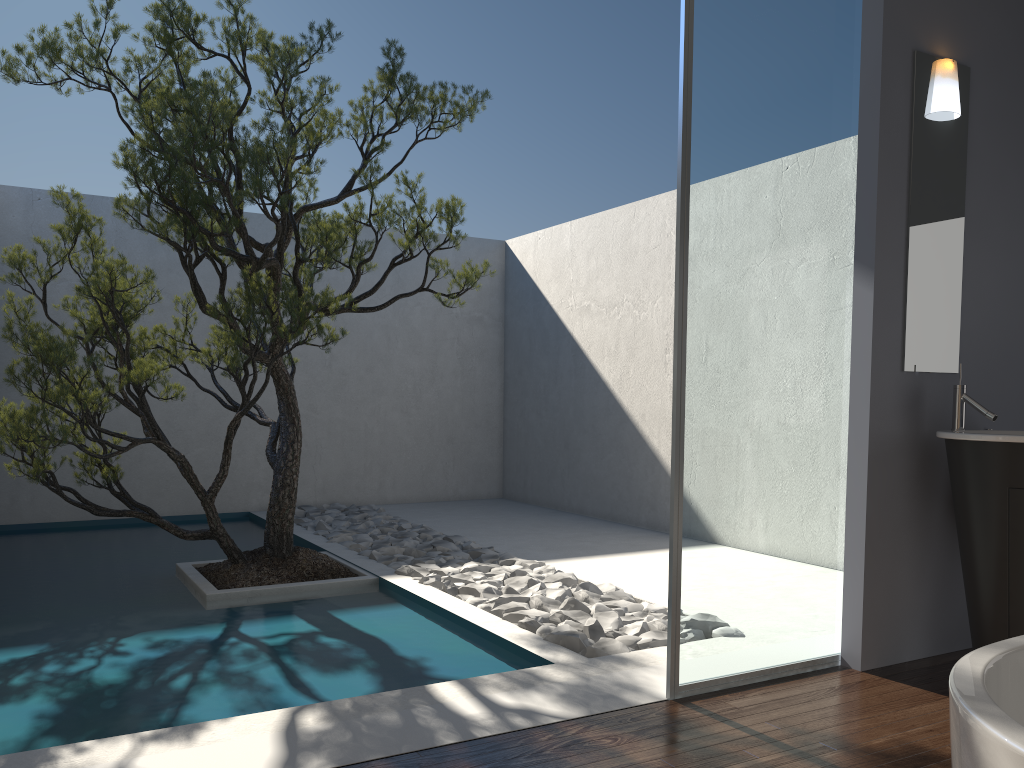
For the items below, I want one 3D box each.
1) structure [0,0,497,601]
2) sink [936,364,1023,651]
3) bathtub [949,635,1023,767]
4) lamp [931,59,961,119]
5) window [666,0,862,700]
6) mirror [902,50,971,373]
[{"bbox_3d":[-1.621,-0.332,5.099,2.585,3.481,2.514,-1,2,-36],"label":"structure"},{"bbox_3d":[1.963,0.541,3.374,0.645,1.254,0.646,3,3,42],"label":"sink"},{"bbox_3d":[1.520,0.769,1.343,2.098,0.714,0.911,1,1,-30],"label":"bathtub"},{"bbox_3d":[1.772,-1.200,3.579,0.157,0.215,0.057,0,3,-30],"label":"lamp"},{"bbox_3d":[1.402,-0.338,3.599,1.884,3.012,0.021,-1,3,-30],"label":"window"},{"bbox_3d":[1.745,-0.684,3.635,0.354,1.274,0.012,-1,4,-30],"label":"mirror"}]
